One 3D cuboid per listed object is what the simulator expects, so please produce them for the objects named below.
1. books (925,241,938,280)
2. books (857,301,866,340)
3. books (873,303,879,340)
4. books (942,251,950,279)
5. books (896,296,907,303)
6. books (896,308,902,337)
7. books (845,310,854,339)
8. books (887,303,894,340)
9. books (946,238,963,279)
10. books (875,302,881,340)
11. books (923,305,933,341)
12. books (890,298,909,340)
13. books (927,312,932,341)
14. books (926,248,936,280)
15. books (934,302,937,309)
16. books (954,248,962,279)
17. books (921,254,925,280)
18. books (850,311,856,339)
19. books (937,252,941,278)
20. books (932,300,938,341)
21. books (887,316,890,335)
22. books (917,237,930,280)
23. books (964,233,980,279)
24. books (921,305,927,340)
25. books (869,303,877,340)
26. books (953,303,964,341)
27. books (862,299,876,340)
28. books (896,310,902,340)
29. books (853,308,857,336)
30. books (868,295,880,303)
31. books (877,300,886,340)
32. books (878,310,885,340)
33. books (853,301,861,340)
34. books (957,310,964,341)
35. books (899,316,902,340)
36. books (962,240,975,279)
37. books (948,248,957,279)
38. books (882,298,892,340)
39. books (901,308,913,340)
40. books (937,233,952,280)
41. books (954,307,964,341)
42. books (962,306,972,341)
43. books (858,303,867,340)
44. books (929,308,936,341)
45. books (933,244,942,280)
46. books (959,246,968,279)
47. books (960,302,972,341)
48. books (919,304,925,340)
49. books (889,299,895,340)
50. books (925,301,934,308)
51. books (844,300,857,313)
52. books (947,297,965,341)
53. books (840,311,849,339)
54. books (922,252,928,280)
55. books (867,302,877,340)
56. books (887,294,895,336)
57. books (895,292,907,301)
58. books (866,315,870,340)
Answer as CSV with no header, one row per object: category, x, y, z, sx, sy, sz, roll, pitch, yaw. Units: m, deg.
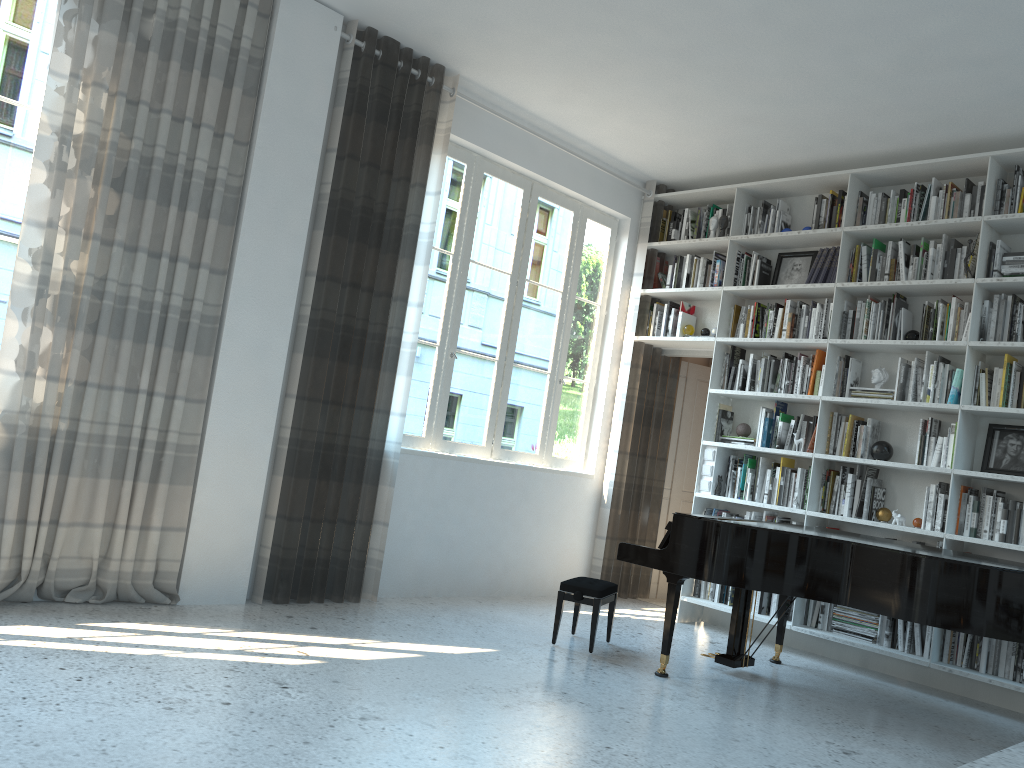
books,2.609,-0.729,5.487,0.138,0.286,0.026,12,-5,-44
books,2.278,-0.384,5.726,0.157,0.276,0.012,12,-5,-44
books,2.356,-0.370,5.658,0.169,0.261,0.010,12,-5,-44
books,2.673,-0.688,5.415,0.150,0.213,0.024,12,-5,-44
books,2.435,-0.386,5.584,0.162,0.305,0.005,12,-5,-44
books,2.454,-0.349,5.576,0.135,0.236,0.009,12,-5,-44
books,2.235,-0.359,5.800,0.136,0.224,0.029,12,-5,-44
books,2.413,-0.367,5.590,0.158,0.261,0.010,12,-5,-44
books,2.696,-0.724,5.403,0.147,0.290,0.022,12,-5,-44
books,2.359,-0.371,5.632,0.180,0.261,0.009,12,-5,-44
books,2.557,-0.347,5.415,0.178,0.236,0.005,12,-5,-44
books,2.427,-0.380,5.561,0.189,0.287,0.011,12,-5,-44
books,2.582,-0.324,5.417,0.163,0.200,0.011,12,-5,-44
books,2.604,-0.702,5.452,0.192,0.226,0.021,12,-5,-44
books,2.600,-0.355,5.417,0.149,0.266,0.009,12,-5,-44
books,2.715,-0.691,5.352,0.161,0.222,0.022,12,-5,-44
books,2.588,-0.692,5.519,0.128,0.212,0.024,12,-5,-44
books,2.252,-0.355,5.780,0.140,0.219,0.024,12,-5,-44
books,2.646,-0.700,5.430,0.142,0.230,0.013,12,-5,-44
books,2.602,-0.361,5.401,0.157,0.275,0.005,12,-5,-44
books,2.413,-0.343,5.612,0.133,0.217,0.012,12,-5,-44
books,2.565,-0.744,5.517,0.145,0.307,0.012,12,-5,-44
books,2.772,-0.727,5.296,0.175,0.302,0.058,12,-5,-44
books,2.551,-0.348,5.434,0.174,0.240,0.005,12,-5,-44
books,2.331,-0.370,5.649,0.184,0.251,0.012,12,-5,-44
books,2.684,-0.345,5.313,0.140,0.257,0.010,12,-5,-44
books,2.304,-0.387,5.688,0.184,0.283,0.010,12,-5,-44
books,2.455,-0.340,5.563,0.151,0.218,0.012,12,-5,-44
books,2.257,-0.367,5.759,0.134,0.240,0.012,12,-5,-44
books,2.315,-0.400,5.712,0.155,0.317,0.011,12,-5,-44
books,2.371,-0.379,5.630,0.169,0.279,0.011,12,-5,-44
books,2.368,-0.345,5.615,0.181,0.209,0.011,12,-5,-44
books,2.268,-0.386,5.742,0.151,0.279,0.026,12,-5,-44
books,2.704,-0.322,5.294,0.142,0.216,0.024,12,-5,-44
books,2.459,-0.336,5.556,0.132,0.209,0.004,12,-5,-44
books,2.759,-0.709,5.306,0.167,0.263,0.055,12,-5,-44
books,2.694,-0.691,5.368,0.182,0.217,0.030,12,-5,-44
books,2.393,-0.384,5.605,0.177,0.291,0.011,12,-5,-44
books,2.466,-0.347,5.539,0.148,0.232,0.031,12,-5,-44
books,2.653,-0.742,5.417,0.183,0.313,0.011,12,-5,-44
books,2.692,-0.330,5.307,0.166,0.229,0.011,12,-5,-44
books,2.729,-0.334,5.226,0.209,0.237,0.064,12,-5,-44
books,2.290,-0.376,5.713,0.178,0.262,0.024,12,-5,-44
books,2.579,-0.335,5.388,0.181,0.216,0.006,12,-5,-44
books,2.636,-0.715,5.448,0.135,0.260,0.028,12,-5,-44
books,2.743,-0.695,5.347,0.153,0.237,0.024,12,-5,-44
books,2.716,-0.343,5.273,0.155,0.257,0.022,12,-5,-44
books,2.551,-0.353,5.464,0.161,0.254,0.005,12,-5,-44
books,2.432,-0.391,5.595,0.157,0.316,0.005,12,-5,-44
books,2.564,-0.362,5.463,0.129,0.275,0.012,12,-5,-44
books,2.210,-0.392,5.822,0.159,0.285,0.012,12,-5,-44
books,2.670,-0.360,5.321,0.190,0.284,0.022,12,-5,-44
books,2.201,-0.356,5.798,0.186,0.207,0.015,12,-5,-44
books,2.581,-0.694,5.489,0.173,0.208,0.010,12,-5,-44
books,2.323,-0.376,5.656,0.189,0.263,0.009,12,-5,-44
books,2.418,-0.395,5.601,0.153,0.320,0.004,12,-5,-44
books,2.434,-0.399,5.590,0.161,0.331,0.005,12,-5,-44
books,2.323,-0.335,5.683,0.149,0.186,0.029,12,-5,-44
